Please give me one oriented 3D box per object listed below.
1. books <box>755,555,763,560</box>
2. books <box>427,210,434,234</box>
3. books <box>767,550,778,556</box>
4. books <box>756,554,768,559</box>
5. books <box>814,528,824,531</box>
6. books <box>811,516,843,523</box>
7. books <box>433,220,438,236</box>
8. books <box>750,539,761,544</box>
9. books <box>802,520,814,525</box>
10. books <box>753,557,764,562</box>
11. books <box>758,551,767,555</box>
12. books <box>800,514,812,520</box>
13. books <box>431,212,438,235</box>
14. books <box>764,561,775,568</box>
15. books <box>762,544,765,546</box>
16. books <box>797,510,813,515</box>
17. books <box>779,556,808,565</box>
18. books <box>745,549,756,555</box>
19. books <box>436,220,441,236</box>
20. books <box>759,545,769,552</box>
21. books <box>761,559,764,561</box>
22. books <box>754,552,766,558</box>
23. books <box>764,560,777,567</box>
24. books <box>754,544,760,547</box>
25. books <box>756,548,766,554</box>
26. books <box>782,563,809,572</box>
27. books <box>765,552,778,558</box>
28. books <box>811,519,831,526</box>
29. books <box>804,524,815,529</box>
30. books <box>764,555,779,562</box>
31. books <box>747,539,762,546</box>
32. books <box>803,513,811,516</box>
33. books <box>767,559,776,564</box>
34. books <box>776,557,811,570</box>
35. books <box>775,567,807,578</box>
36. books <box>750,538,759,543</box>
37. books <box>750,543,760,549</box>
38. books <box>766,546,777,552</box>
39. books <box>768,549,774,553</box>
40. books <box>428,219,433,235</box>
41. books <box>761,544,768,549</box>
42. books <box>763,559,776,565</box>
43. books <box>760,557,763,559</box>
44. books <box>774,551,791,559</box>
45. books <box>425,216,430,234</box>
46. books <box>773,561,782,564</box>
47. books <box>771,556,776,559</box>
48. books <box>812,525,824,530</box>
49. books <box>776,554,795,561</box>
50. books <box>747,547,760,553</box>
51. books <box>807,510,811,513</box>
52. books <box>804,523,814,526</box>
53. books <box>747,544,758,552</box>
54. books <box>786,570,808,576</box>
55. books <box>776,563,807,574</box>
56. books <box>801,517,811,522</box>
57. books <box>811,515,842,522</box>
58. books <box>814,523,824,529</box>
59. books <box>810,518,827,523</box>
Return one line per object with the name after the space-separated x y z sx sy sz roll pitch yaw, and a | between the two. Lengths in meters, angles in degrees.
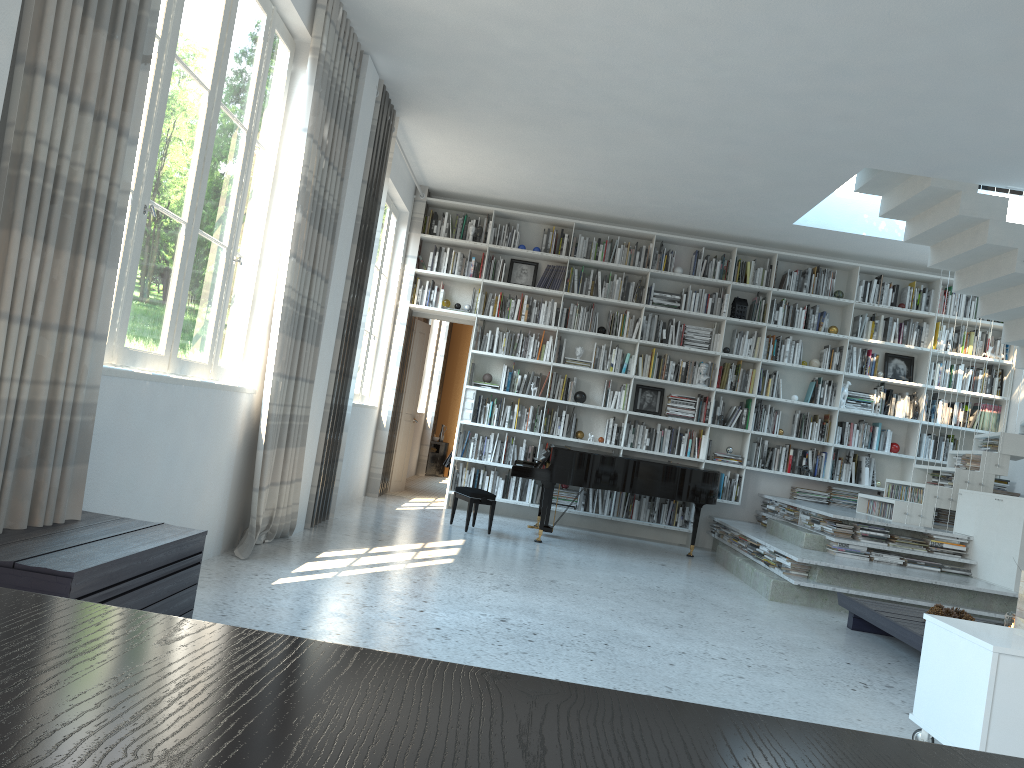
2.099 1.428 7.205 0.171 0.005 0.297 9 -3 1 | books
-0.858 -1.672 9.328 0.014 0.286 0.175 9 -2 2 | books
2.106 1.329 6.907 0.175 0.006 0.251 9 -3 2 | books
2.097 1.412 7.206 0.180 0.008 0.267 9 -3 1 | books
2.646 1.236 7.476 0.142 0.020 0.231 9 -3 7 | books
2.650 1.144 7.480 0.168 0.013 0.281 9 -3 -1 | books
-0.797 -1.612 9.323 0.028 0.186 0.182 9 -2 2 | books
2.130 1.346 7.514 0.157 0.007 0.268 9 -3 2 | books
2.653 1.220 7.783 0.167 0.024 0.192 9 -3 3 | books
2.081 1.438 7.205 0.193 0.005 0.225 9 -3 -2 | books
2.102 1.382 7.207 0.171 0.007 0.260 9 -3 5 | books
2.653 1.179 7.784 0.174 0.029 0.250 9 -3 0 | books
-0.817 -1.657 9.324 0.025 0.269 0.177 9 -2 2 | books
2.075 1.418 6.905 0.191 0.016 0.209 9 -3 7 | books
2.122 1.317 7.209 0.157 0.014 0.215 9 -3 4 | books
2.646 1.139 7.786 0.192 0.014 0.256 9 -3 -2 | books
2.098 1.312 6.603 0.164 0.015 0.243 9 -3 6 | books
2.092 1.433 7.511 0.189 0.009 0.291 9 -3 5 | books
-0.767 -1.611 9.347 0.031 0.195 0.145 9 -2 2 | books
2.119 1.351 7.208 0.141 0.028 0.222 9 -3 -3 | books
2.102 1.435 7.205 0.147 0.008 0.236 9 -3 7 | books
2.093 1.401 7.206 0.189 0.013 0.215 9 -3 0 | books
2.088 1.407 6.905 0.178 0.009 0.277 9 -3 0 | books
2.128 1.368 7.513 0.150 0.008 0.217 9 -3 1 | books
2.101 1.370 7.207 0.180 0.017 0.183 9 -3 -1 | books
2.110 1.358 6.601 0.137 0.019 0.224 9 -3 3 | books
2.095 1.346 6.907 0.168 0.013 0.281 9 -3 -3 | books
2.648 1.178 7.478 0.177 0.026 0.230 9 -3 2 | books
2.656 1.254 7.781 0.132 0.016 0.262 9 -3 7 | books
2.090 1.370 6.906 0.191 0.015 0.246 9 -3 3 | books
2.115 1.355 7.514 0.170 0.014 0.281 9 -3 -1 | books
2.667 1.158 7.785 0.145 0.017 0.208 9 -3 -3 | books
2.098 1.396 6.905 0.170 0.006 0.268 9 -3 2 | books
2.094 1.333 6.603 0.156 0.027 0.287 9 -3 -3 | books
2.077 1.403 6.600 0.184 0.017 0.230 9 -3 4 | books
2.128 1.339 7.514 0.160 0.008 0.239 9 -3 3 | books
2.124 1.380 7.513 0.142 0.017 0.239 9 -3 -2 | books
2.101 1.299 6.909 0.182 0.016 0.257 9 -3 5 | books
2.099 1.312 6.908 0.178 0.010 0.196 9 -3 7 | books
-0.847 -1.624 9.329 0.024 0.194 0.167 9 -2 2 | books
2.121 1.330 7.209 0.139 0.013 0.288 9 -3 7 | books
2.082 1.399 6.905 0.191 0.006 0.275 9 -3 4 | books
2.101 1.421 7.206 0.159 0.009 0.275 9 -3 5 | books
2.088 1.285 6.605 0.192 0.014 0.256 9 -3 -2 | books
-0.882 -1.644 9.337 0.023 0.223 0.151 9 -2 2 | books
2.108 1.387 6.905 0.154 0.014 0.196 9 -3 2 | books
2.104 1.363 6.906 0.150 0.004 0.290 9 -3 6 | books
2.644 1.223 7.477 0.154 0.007 0.293 9 -3 5 | books
2.093 1.298 6.604 0.176 0.010 0.266 9 -3 -2 | books
2.105 1.417 7.512 0.177 0.011 0.220 9 -3 4 | books
2.678 1.130 7.786 0.134 0.014 0.181 9 -3 7 | books
2.667 1.242 7.782 0.136 0.013 0.258 9 -3 2 | books
2.109 1.399 7.512 0.160 0.025 0.244 9 -3 -3 | books
2.109 1.393 6.600 0.132 0.014 0.205 9 -3 2 | books
2.076 1.371 6.602 0.187 0.017 0.206 9 -3 7 | books
2.645 1.200 7.784 0.177 0.015 0.187 9 -3 7 | books
2.653 1.134 7.480 0.171 0.007 0.260 9 -3 0 | books
2.652 1.206 7.477 0.155 0.028 0.189 9 -3 3 | books
2.646 1.160 7.479 0.187 0.009 0.250 9 -3 2 | books
